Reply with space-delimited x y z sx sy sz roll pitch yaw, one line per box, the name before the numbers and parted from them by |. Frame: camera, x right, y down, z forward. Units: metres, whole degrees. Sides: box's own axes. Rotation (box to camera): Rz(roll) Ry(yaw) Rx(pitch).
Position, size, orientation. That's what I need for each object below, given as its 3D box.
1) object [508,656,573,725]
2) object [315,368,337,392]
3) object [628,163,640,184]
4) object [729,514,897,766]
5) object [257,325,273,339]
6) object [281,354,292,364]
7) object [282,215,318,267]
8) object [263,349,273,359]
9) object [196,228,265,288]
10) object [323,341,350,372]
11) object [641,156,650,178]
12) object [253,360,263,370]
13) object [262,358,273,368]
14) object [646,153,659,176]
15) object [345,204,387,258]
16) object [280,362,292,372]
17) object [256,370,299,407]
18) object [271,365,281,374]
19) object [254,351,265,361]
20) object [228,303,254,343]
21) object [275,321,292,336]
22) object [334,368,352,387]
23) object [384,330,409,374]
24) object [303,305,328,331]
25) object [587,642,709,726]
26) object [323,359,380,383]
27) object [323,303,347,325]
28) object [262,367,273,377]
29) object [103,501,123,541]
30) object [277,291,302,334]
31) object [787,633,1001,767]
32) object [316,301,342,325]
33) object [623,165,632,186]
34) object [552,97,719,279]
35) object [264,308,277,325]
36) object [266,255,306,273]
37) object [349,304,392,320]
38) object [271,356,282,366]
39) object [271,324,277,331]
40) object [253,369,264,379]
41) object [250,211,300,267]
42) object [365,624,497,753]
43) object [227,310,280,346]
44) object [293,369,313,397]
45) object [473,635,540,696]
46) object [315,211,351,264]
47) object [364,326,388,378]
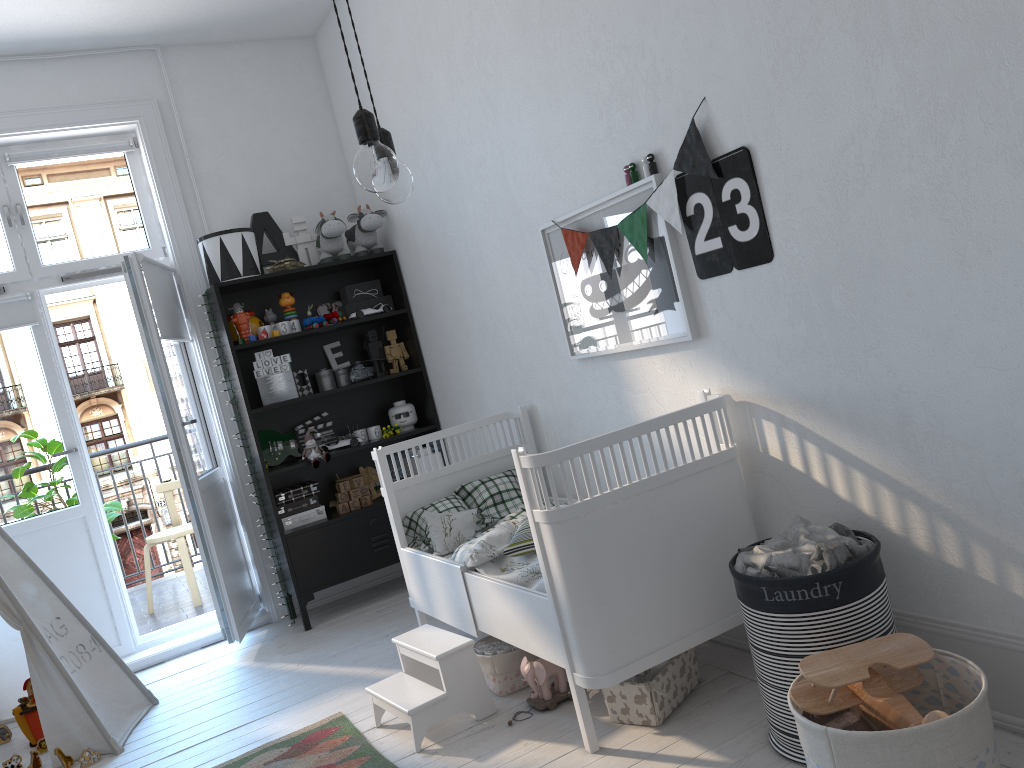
object | 0.069 0.913 2.704 0.254 0.152 0.125 -16 4 -28
object | -0.957 -0.023 4.551 0.095 0.111 0.095 -15 4 -22
object | 0.366 -0.633 2.662 0.025 0.064 0.025 -16 4 -29
object | 0.739 0.590 2.132 0.345 0.514 0.346 -16 4 -36
object | -1.184 -0.243 4.260 0.067 0.067 0.067 -16 4 -26
object | -1.084 -0.122 4.258 0.040 0.040 0.040 -14 3 -2
object | -1.065 -0.713 4.549 0.190 0.291 0.065 -15 4 -22
object | -1.166 -0.142 4.240 0.040 0.040 0.040 -15 4 -17
object | -1.355 -0.614 4.347 0.272 0.259 0.394 -14 3 2
object | -0.915 -0.145 4.627 0.107 0.151 0.055 -16 4 -27
object | 0.396 -0.637 2.599 0.025 0.064 0.025 -16 4 -31
object | -1.212 -0.088 4.230 0.040 0.040 0.040 -15 4 -17
object | -1.169 -0.099 4.240 0.040 0.040 0.040 -14 3 -7
object | 0.407 -0.638 2.577 0.025 0.064 0.025 -16 4 -34
object | -0.783 -0.757 4.513 0.210 0.253 0.387 -17 5 -43
object | -1.085 -0.080 4.258 0.040 0.040 0.040 -14 3 3
object | -1.131 0.021 4.286 0.170 0.138 0.124 -15 3 -12
object | -1.129 -0.068 4.249 0.040 0.040 0.040 -15 3 -12
object | -1.206 -0.131 4.231 0.040 0.040 0.040 -15 4 -22
object | -1.277 -0.289 4.217 0.105 0.203 0.072 -15 4 -19
object | -1.103 -0.265 4.286 0.067 0.067 0.067 -16 4 -26
object | -0.833 -0.044 4.520 0.078 0.091 0.246 -16 4 -32
object | -0.602 -0.170 4.595 0.114 0.221 0.052 -16 4 -27
object | -0.982 -0.331 4.394 0.087 0.126 0.121 -11 4 40
object | 0.400 0.833 2.543 0.243 0.163 0.359 -11 4 38
object | -0.774 -0.064 4.514 0.367 0.106 0.349 -15 3 -25
object | -0.906 -0.354 4.481 0.122 0.112 0.087 -12 4 34
object | -1.173 -0.057 4.247 0.040 0.040 0.040 -15 4 -22
object | -2.595 0.849 5.146 0.720 1.225 0.489 -15 4 -17
object | -1.086 -0.348 4.343 0.077 0.213 0.077 -13 4 7
object | 0.759 0.688 1.770 0.379 0.367 0.377 -12 4 33
object | -0.850 -0.386 4.686 0.346 0.132 0.037 -15 4 -27
object | 0.354 -0.631 2.687 0.025 0.064 0.025 -16 4 -31
object | 0.346 -0.549 2.734 0.058 0.415 0.905 -16 4 -27
object | -1.196 -0.297 4.422 0.063 0.160 0.063 -11 5 42
object | -1.121 -0.589 4.342 0.121 0.100 0.338 -13 3 8
object | -0.716 -0.362 4.477 0.230 0.048 0.098 -16 4 -37
object | -1.126 -0.110 4.249 0.040 0.040 0.040 -14 3 3
object | -1.158 -0.253 4.323 0.067 0.067 0.067 -11 4 37
object | -1.208 -0.048 4.232 0.040 0.040 0.040 -15 3 -12
object | -1.234 -0.696 4.497 0.343 0.344 0.057 -16 4 -27
object | -0.273 0.943 2.801 0.288 0.246 0.332 -16 4 -32
object | -1.278 -0.288 4.295 0.197 0.197 0.318 -16 4 -30
object | -1.069 -0.006 4.531 0.070 0.135 0.028 -16 4 -27
object | -0.014 0.921 2.965 0.215 0.148 0.240 -15 3 -20
object | -0.912 -0.721 4.441 0.154 0.253 0.370 -15 3 -19
object | -0.700 -0.167 4.615 0.117 0.259 0.081 -16 4 -27
